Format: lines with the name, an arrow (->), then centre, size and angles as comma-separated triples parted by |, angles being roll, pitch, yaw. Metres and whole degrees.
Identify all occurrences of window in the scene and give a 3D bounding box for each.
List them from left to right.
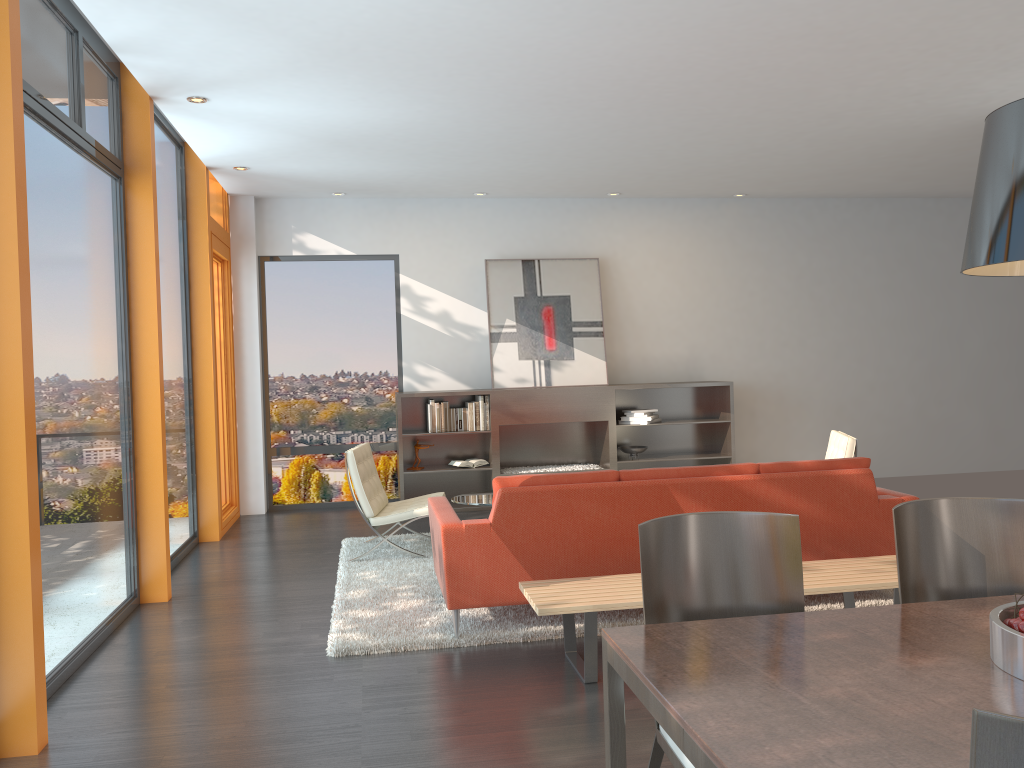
window -> -2.224, -0.287, 4.437 | 0.070, 3.345, 2.104 | -2, 1, -9
window -> -2.561, -0.326, 6.495 | 0.070, 3.345, 1.844 | -2, 1, -9
window -> -2.728, -0.359, 8.099 | 0.211, 3.345, 1.156 | -2, 1, -9
window -> -1.839, -0.407, 9.086 | 1.410, 3.340, 0.065 | -2, 1, -9

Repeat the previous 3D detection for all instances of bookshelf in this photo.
bookshelf -> 0.546, 0.610, 9.008 | 3.387, 1.163, 0.570 | -2, 1, -9

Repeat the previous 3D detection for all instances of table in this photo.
table -> 0.558, 1.022, 6.498 | 1.999, 0.464, 0.948 | -2, 1, -8
table -> 1.405, 1.005, 1.960 | 2.151, 0.764, 1.172 | -2, 1, -9

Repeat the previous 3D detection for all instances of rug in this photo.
rug -> 0.727, 1.249, 6.155 | 3.772, 0.043, 2.984 | -2, 1, -9

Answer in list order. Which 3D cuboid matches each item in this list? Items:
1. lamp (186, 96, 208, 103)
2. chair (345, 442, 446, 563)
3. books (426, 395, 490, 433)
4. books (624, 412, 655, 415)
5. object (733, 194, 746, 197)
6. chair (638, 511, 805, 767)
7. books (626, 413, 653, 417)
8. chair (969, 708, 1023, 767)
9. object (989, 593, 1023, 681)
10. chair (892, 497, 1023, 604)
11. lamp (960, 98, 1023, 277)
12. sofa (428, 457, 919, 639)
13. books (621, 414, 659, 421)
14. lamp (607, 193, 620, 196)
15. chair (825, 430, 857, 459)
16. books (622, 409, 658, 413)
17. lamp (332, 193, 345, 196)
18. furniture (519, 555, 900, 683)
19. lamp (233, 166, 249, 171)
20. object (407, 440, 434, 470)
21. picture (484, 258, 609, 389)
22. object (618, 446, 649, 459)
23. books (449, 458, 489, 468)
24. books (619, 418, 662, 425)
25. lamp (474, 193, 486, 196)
lamp -> -1.986, -1.792, 5.593 | 0.129, 0.010, 0.129 | -1, 2, 36
chair -> -0.880, 0.869, 6.698 | 0.707, 0.817, 0.700 | -2, 1, 1
books -> -0.534, 0.288, 8.730 | 0.592, 0.339, 0.324 | -2, 1, -9
books -> 1.305, 0.294, 9.048 | 0.210, 0.020, 0.300 | -1, 2, 31
object -> 2.439, -2.022, 9.508 | 0.129, 0.010, 0.129 | -1, 2, 36
chair -> 0.624, 0.867, 2.324 | 0.548, 0.967, 0.614 | -2, 1, -9
books -> 1.305, 0.314, 9.048 | 0.210, 0.020, 0.300 | -1, 1, 20
chair -> 0.808, 0.885, 1.342 | 0.548, 0.967, 0.614 | -2, 1, -9
object -> 1.294, 0.549, 1.953 | 0.427, 0.154, 0.427 | -1, 2, 35
chair -> 1.379, 0.840, 2.447 | 0.548, 0.967, 0.614 | -2, 1, -9
lamp -> 1.273, -1.053, 1.928 | 0.567, 1.580, 0.567 | -1, 1, 20
sofa -> 0.858, 0.850, 5.063 | 2.597, 0.852, 1.038 | -2, 1, -9
books -> 1.306, 0.343, 9.049 | 0.314, 0.038, 0.398 | -1, 1, 20
lamp -> 1.055, -1.972, 9.218 | 0.129, 0.010, 0.129 | -1, 2, 36
chair -> 2.176, 0.778, 6.564 | 0.707, 0.817, 0.700 | -2, 1, 11
books -> 1.304, 0.274, 9.048 | 0.300, 0.020, 0.210 | -2, 1, -19
lamp -> -1.718, -1.876, 8.765 | 0.129, 0.010, 0.129 | -1, 2, 36
furniture -> 1.067, 1.112, 4.240 | 2.006, 0.357, 0.492 | -2, 1, -9
lamp -> -2.303, -1.828, 7.526 | 0.129, 0.010, 0.129 | -1, 2, 36
object -> -0.905, 0.691, 8.727 | 0.245, 0.290, 0.201 | -2, 1, 11
picture -> 0.354, -0.633, 9.115 | 1.208, 1.338, 0.269 | -2, 1, -9
object -> 1.241, 0.703, 9.040 | 0.309, 0.117, 0.309 | -1, 1, 24
books -> -0.429, 0.787, 8.772 | 0.336, 0.064, 0.234 | -3, 2, -29
books -> 1.307, 0.381, 9.049 | 0.314, 0.038, 0.398 | -1, 2, 30
lamp -> -0.324, -1.924, 8.992 | 0.129, 0.010, 0.129 | -1, 2, 36
